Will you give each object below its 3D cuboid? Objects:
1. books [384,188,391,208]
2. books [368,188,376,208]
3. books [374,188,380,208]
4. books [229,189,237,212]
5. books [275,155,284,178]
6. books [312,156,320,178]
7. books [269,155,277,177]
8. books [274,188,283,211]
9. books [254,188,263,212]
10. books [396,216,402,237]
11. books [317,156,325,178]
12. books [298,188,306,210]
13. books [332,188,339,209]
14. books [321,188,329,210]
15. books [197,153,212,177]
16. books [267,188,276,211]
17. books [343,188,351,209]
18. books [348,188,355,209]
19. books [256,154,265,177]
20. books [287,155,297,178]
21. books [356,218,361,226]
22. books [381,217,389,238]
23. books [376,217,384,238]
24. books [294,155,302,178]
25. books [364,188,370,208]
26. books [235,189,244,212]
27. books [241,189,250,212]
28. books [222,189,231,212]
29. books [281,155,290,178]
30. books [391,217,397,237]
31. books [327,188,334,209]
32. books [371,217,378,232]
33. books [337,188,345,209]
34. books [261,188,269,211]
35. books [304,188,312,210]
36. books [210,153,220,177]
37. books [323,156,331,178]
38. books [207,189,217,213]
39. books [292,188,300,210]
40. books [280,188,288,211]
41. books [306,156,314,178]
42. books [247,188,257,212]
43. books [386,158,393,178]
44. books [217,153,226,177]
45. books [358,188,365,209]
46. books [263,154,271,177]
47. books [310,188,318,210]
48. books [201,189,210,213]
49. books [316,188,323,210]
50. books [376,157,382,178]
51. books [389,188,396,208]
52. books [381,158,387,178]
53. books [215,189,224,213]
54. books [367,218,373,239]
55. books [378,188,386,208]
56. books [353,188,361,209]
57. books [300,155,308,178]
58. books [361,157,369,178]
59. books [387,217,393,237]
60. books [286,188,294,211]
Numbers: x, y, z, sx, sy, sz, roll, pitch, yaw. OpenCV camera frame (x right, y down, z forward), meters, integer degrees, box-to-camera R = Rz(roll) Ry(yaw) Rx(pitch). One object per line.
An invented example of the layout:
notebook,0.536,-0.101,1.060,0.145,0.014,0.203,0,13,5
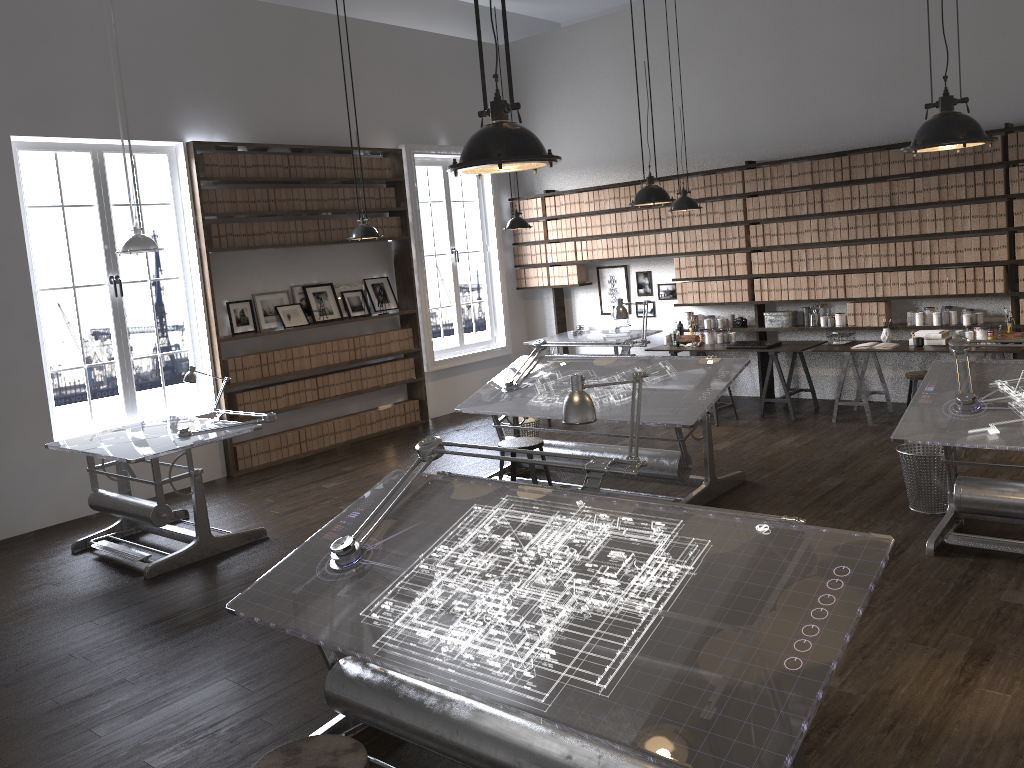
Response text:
books,-1.401,-1.999,9.574,0.174,0.224,0.067,1,8,41
books,-1.539,-1.961,9.405,0.174,0.224,0.067,1,8,41
books,-1.497,-1.973,9.461,0.174,0.224,0.067,1,8,41
books,-2.615,-1.675,8.150,0.174,0.224,0.067,1,8,41
books,-2.287,-2.084,8.533,0.174,0.224,0.067,1,8,41
books,-2.015,-2.157,8.859,0.174,0.224,0.067,1,8,41
books,-2.336,-2.072,8.482,0.174,0.224,0.067,1,8,41
books,-2.297,-1.760,8.525,0.174,0.224,0.067,1,8,41
books,-2.436,-1.722,8.356,0.174,0.224,0.067,1,8,41
books,-1.294,-1.712,9.693,0.174,0.224,0.067,1,8,41
books,-1.969,-2.169,8.910,0.174,0.224,0.067,1,8,41
books,-2.118,-1.807,8.729,0.174,0.224,0.067,1,8,41
books,-1.852,-1.879,9.044,0.174,0.224,0.067,1,8,41
books,-1.938,-1.854,8.936,0.174,0.224,0.067,1,8,41
books,-2.779,-1.952,7.954,0.174,0.224,0.067,1,8,41
books,-2.341,-1.748,8.466,0.174,0.224,0.067,1,8,41
books,-1.758,-1.903,9.150,0.174,0.224,0.067,1,8,41
books,-1.719,-1.914,9.199,0.174,0.224,0.067,1,8,41
books,-2.420,-2.048,8.374,0.174,0.224,0.067,1,8,41
books,-2.192,-2.109,8.642,0.174,0.224,0.067,1,8,41
books,-1.650,-1.617,9.274,0.174,0.224,0.067,1,8,41
books,-1.419,-1.678,9.539,0.174,0.224,0.067,1,8,41
books,-1.468,-1.665,9.487,0.174,0.224,0.067,1,8,41
books,-2.149,-2.122,8.702,0.174,0.224,0.067,1,8,41
books,-1.588,-1.949,9.354,0.174,0.224,0.067,1,8,41
books,-2.569,-1.686,8.198,0.174,0.224,0.067,1,8,41
books,-2.530,-1.698,8.252,0.174,0.224,0.067,1,8,41
books,-2.655,-1.664,8.102,0.174,0.224,0.067,1,8,41
books,-2.245,-2.096,8.589,0.174,0.224,0.067,1,8,41
books,-1.339,-1.700,9.640,0.174,0.224,0.067,1,8,41
books,-1.898,-1.867,8.993,0.174,0.224,0.067,1,8,41
books,-1.516,-1.653,9.437,0.174,0.224,0.067,1,8,41
books,-1.804,-1.891,9.095,0.174,0.224,0.067,1,8,41
books,-2.393,-1.735,8.413,0.174,0.224,0.067,1,8,41
books,-2.069,-1.820,8.784,0.174,0.224,0.067,1,8,41
books,-2.732,-1.965,8.009,0.174,0.224,0.067,1,8,41
books,-1.920,-2.182,8.966,0.174,0.224,0.067,1,8,41
books,-2.748,-1.640,7.996,0.174,0.224,0.067,1,8,41
books,-2.163,-1.795,8.672,0.174,0.224,0.067,1,8,41
books,-2.253,-1.772,8.573,0.174,0.224,0.067,1,8,41
books,-2.057,-2.145,8.804,0.174,0.224,0.067,1,8,41
books,-2.484,-1.710,8.306,0.174,0.224,0.067,1,8,41
books,-1.384,-2.324,9.589,0.174,0.224,0.067,1,8,41
books,-2.688,-1.977,8.066,0.174,0.224,0.067,1,8,41
books,-1.634,-1.937,9.301,0.174,0.224,0.067,1,8,41
books,-2.382,-2.060,8.429,0.174,0.224,0.067,1,8,41
books,-2.024,-1.832,8.840,0.174,0.224,0.067,1,8,41
books,-2.795,-1.628,7.944,0.174,0.224,0.067,1,8,41
books,-1.984,-1.843,8.888,0.174,0.224,0.067,1,8,41
books,-1.479,-2.300,9.485,0.174,0.224,0.067,1,8,41
books,-1.350,-2.012,9.629,0.174,0.224,0.067,1,8,41
books,-1.433,-2.312,9.538,0.174,0.224,0.067,1,8,41
books,-2.700,-1.652,8.046,0.174,0.224,0.067,1,8,41
books,-1.560,-1.641,9.383,0.174,0.224,0.067,1,8,41
books,-1.444,-1.986,9.514,0.174,0.224,0.067,1,8,41
books,-1.672,-1.925,9.246,0.174,0.224,0.067,1,8,41
books,-2.101,-2.133,8.747,0.174,0.224,0.067,1,8,41
books,-1.603,-2.266,9.334,0.174,0.224,0.067,1,8,41
books,-1.376,-1.689,9.589,0.174,0.224,0.067,1,8,41
books,-2.209,-1.782,8.618,0.174,0.224,0.067,1,8,41
